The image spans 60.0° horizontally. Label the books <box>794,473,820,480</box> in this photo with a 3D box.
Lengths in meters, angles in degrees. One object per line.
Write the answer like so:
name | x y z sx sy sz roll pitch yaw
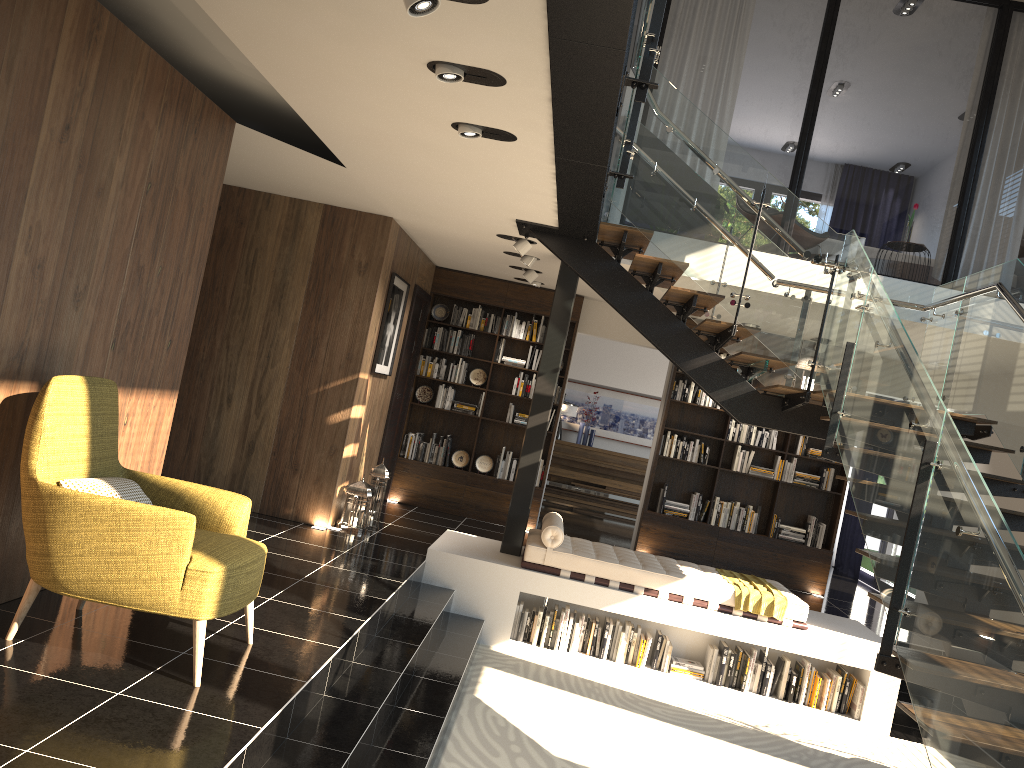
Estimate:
books | 3.233 1.018 9.768 0.260 0.021 0.167 12 -1 1

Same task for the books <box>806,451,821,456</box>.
books | 3.397 0.782 9.804 0.259 0.020 0.167 12 -1 2

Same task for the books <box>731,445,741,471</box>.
books | 2.481 0.820 9.820 0.030 0.284 0.176 12 -1 4

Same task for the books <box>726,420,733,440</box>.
books | 2.398 0.508 9.850 0.030 0.228 0.176 12 -1 4

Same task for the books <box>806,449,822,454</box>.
books | 3.401 0.763 9.803 0.260 0.020 0.167 12 -1 1

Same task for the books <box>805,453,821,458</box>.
books | 3.393 0.802 9.809 0.272 0.021 0.156 12 -1 2

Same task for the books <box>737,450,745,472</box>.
books | 2.529 0.850 9.813 0.030 0.245 0.166 12 -1 4

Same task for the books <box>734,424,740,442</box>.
books | 2.478 0.540 9.828 0.024 0.197 0.175 12 -1 4

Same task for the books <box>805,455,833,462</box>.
books | 3.389 0.823 9.808 0.266 0.021 0.156 12 -1 1

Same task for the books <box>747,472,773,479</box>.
books | 2.731 1.005 9.803 0.274 0.025 0.156 12 -1 1

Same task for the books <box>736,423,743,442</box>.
books | 2.505 0.530 9.819 0.027 0.228 0.208 12 -1 4

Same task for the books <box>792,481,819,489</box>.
books | 3.215 1.105 9.759 0.288 0.026 0.175 12 -1 8

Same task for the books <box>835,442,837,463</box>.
books | 3.582 0.752 9.778 0.028 0.240 0.187 12 -1 4

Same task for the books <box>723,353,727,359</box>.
books | 2.329 -0.193 9.866 0.034 0.311 0.149 12 0 4

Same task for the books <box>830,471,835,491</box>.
books | 3.513 1.067 9.772 0.012 0.224 0.097 12 0 4

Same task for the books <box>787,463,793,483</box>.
books | 3.043 0.975 9.761 0.026 0.209 0.184 12 -1 4

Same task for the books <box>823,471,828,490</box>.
books | 3.422 1.053 9.752 0.025 0.212 0.168 12 -1 4

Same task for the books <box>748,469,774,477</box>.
books | 2.737 0.980 9.802 0.275 0.025 0.156 12 -1 0

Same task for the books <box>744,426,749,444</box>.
books | 2.583 0.560 9.837 0.026 0.201 0.146 12 -1 4

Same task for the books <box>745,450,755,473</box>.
books | 2.614 0.860 9.814 0.067 0.261 0.159 12 -1 4

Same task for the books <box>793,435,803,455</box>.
books | 3.166 0.676 9.821 0.024 0.219 0.174 12 -1 4

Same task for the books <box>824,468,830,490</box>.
books | 3.450 1.042 9.759 0.023 0.246 0.147 12 -1 4

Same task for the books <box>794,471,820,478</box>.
books | 3.238 0.997 9.775 0.272 0.022 0.156 12 -1 2

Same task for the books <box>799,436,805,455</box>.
books | 3.193 0.660 9.817 0.023 0.261 0.146 12 0 4

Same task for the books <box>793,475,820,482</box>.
books | 3.229 1.039 9.770 0.268 0.022 0.156 12 -1 0

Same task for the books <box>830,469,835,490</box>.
books | 3.498 1.052 9.757 0.022 0.247 0.133 12 0 4

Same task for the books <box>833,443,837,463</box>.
books | 3.555 0.757 9.788 0.026 0.219 0.156 12 -1 4

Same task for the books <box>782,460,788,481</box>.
books | 2.994 0.953 9.795 0.025 0.232 0.156 12 -1 4

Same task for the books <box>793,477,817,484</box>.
books | 3.225 1.060 9.781 0.247 0.022 0.148 12 -1 4

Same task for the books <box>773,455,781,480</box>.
books | 2.915 0.922 9.795 0.026 0.263 0.156 12 -1 4

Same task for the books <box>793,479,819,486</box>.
books | 3.220 1.082 9.771 0.274 0.022 0.156 12 -1 1

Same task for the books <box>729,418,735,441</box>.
books | 2.433 0.493 9.846 0.031 0.272 0.158 12 0 4

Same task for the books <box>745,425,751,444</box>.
books | 2.606 0.562 9.833 0.020 0.206 0.147 12 -1 4

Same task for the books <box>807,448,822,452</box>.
books | 3.406 0.743 9.817 0.246 0.021 0.148 12 -1 4

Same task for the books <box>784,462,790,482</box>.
books | 3.018 0.967 9.781 0.029 0.214 0.149 12 -1 4

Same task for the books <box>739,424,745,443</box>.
books | 2.533 0.530 9.826 0.027 0.239 0.153 12 -1 4

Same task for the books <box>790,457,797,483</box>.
books | 3.079 0.948 9.770 0.031 0.277 0.168 12 -1 4

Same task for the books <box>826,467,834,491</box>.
books | 3.473 1.044 9.736 0.026 0.251 0.178 12 -1 4

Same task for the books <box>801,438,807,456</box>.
books | 3.209 0.696 9.799 0.026 0.196 0.148 12 -1 4

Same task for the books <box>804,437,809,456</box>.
books | 3.241 0.679 9.828 0.025 0.243 0.119 12 0 4

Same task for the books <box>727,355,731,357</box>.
books | 2.384 -0.177 9.869 0.019 0.303 0.129 12 0 4

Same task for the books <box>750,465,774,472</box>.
books | 2.747 0.932 9.804 0.274 0.025 0.156 12 -1 7

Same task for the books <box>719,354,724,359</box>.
books | 2.294 -0.186 9.857 0.030 0.284 0.176 12 -1 4

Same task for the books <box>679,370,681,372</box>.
books | 1.891 -0.253 9.905 0.032 0.250 0.167 12 -1 4

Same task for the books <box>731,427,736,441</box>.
books | 2.450 0.552 9.844 0.027 0.162 0.126 12 -1 4

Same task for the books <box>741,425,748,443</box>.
books | 2.561 0.526 9.818 0.028 0.258 0.208 12 -1 4

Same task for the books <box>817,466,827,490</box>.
books | 3.398 1.032 9.743 0.030 0.244 0.176 12 -1 4

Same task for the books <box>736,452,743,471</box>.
books | 2.498 0.857 9.783 0.023 0.218 0.196 12 -1 4

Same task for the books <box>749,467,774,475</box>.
books | 2.742 0.956 9.799 0.261 0.024 0.167 12 -1 1

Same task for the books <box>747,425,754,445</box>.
books | 2.634 0.549 9.818 0.030 0.244 0.142 12 0 4

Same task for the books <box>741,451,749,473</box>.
books | 2.559 0.857 9.786 0.036 0.244 0.194 12 -1 4

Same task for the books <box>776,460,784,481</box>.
books | 2.943 0.944 9.803 0.037 0.232 0.231 12 -1 4
